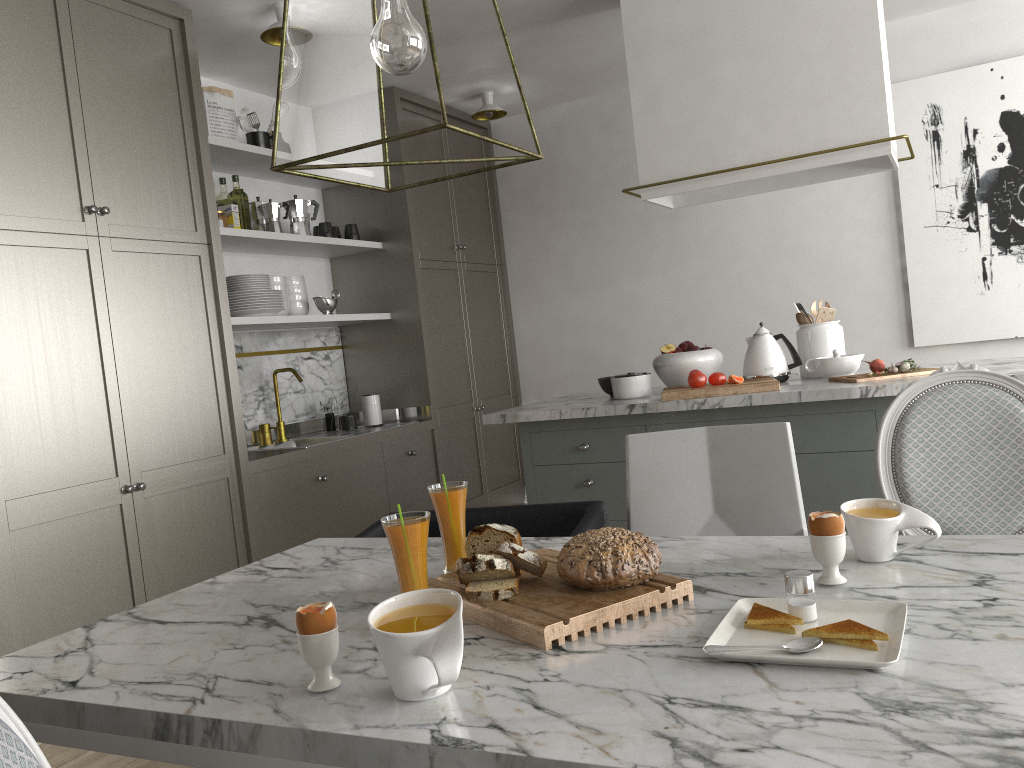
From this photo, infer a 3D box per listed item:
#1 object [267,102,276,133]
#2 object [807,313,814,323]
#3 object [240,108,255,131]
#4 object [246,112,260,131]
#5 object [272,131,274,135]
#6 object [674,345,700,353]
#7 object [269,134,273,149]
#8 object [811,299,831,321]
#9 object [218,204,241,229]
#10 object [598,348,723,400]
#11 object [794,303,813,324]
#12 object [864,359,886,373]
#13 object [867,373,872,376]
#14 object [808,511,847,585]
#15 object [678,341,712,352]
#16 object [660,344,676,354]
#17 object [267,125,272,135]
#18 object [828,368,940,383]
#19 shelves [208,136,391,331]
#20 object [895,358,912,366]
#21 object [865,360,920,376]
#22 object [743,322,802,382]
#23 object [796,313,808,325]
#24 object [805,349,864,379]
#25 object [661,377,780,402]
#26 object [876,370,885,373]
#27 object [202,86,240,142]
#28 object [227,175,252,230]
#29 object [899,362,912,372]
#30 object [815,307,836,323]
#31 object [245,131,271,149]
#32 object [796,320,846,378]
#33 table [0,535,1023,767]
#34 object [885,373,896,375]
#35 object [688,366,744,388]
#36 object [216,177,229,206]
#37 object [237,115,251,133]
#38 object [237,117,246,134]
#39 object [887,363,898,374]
[{"bbox_3d":[-1.105,-1.247,4.170,0.070,0.187,0.135,-5,3,30],"label":"object"},{"bbox_3d":[1.207,-0.162,3.497,0.114,0.247,0.050,-5,3,32],"label":"object"},{"bbox_3d":[-1.196,-1.183,4.052,0.050,0.148,0.085,-5,3,29],"label":"object"},{"bbox_3d":[-1.155,-1.143,4.070,0.039,0.185,0.132,-6,2,18],"label":"object"},{"bbox_3d":[-1.154,-1.144,4.328,0.023,0.185,0.092,-5,3,37],"label":"object"},{"bbox_3d":[0.683,-0.111,3.491,0.154,0.074,0.135,-6,2,23],"label":"object"},{"bbox_3d":[-1.163,-1.110,4.225,0.112,0.128,0.112,-6,2,11],"label":"object"},{"bbox_3d":[1.213,-0.185,3.497,0.131,0.296,0.056,-9,3,-43],"label":"object"},{"bbox_3d":[-1.258,-0.722,3.949,0.077,0.141,0.044,-6,2,22],"label":"object"},{"bbox_3d":[0.591,-0.042,3.544,0.491,0.156,0.364,-6,2,4],"label":"object"},{"bbox_3d":[1.192,-0.180,3.457,0.141,0.290,0.064,-5,3,41],"label":"object"},{"bbox_3d":[1.278,-0.062,3.122,0.050,0.051,0.090,-7,2,-10],"label":"object"},{"bbox_3d":[1.222,-0.032,3.035,0.028,0.010,0.015,-6,2,1],"label":"object"},{"bbox_3d":[0.450,0.230,1.261,0.050,0.101,0.050,-5,3,34],"label":"object"},{"bbox_3d":[0.732,-0.130,3.519,0.071,0.091,0.167,-8,3,-38],"label":"object"},{"bbox_3d":[0.613,-0.134,3.479,0.061,0.048,0.054,-7,2,-9],"label":"object"},{"bbox_3d":[-1.164,-1.150,4.258,0.023,0.202,0.079,-6,2,7],"label":"object"},{"bbox_3d":[1.299,-0.031,3.075,0.330,0.012,0.220,-7,2,-3],"label":"object"},{"bbox_3d":[-1.137,-0.655,4.138,0.352,0.775,1.339,-5,3,27],"label":"shelves"},{"bbox_3d":[1.378,-0.067,3.119,0.057,0.039,0.049,-5,2,24],"label":"object"},{"bbox_3d":[1.284,-0.049,3.039,0.224,0.058,0.116,-8,3,-27],"label":"object"},{"bbox_3d":[0.977,-0.121,3.403,0.178,0.236,0.204,-8,3,-26],"label":"object"},{"bbox_3d":[1.172,-0.157,3.432,0.117,0.251,0.061,-6,2,7],"label":"object"},{"bbox_3d":[1.197,-0.077,3.274,0.172,0.110,0.159,-7,2,-18],"label":"object"},{"bbox_3d":[0.745,0.018,3.195,0.400,0.030,0.290,-6,2,12],"label":"object"},{"bbox_3d":[1.257,-0.039,3.025,0.030,0.017,0.013,-5,3,36],"label":"object"},{"bbox_3d":[-1.334,-1.184,4.043,0.074,0.327,0.183,-5,3,36],"label":"object"},{"bbox_3d":[-1.222,-0.798,3.982,0.089,0.282,0.082,-6,2,22],"label":"object"},{"bbox_3d":[1.336,-0.057,3.017,0.035,0.036,0.037,-6,2,15],"label":"object"},{"bbox_3d":[1.175,-0.161,3.407,0.149,0.262,0.054,-4,3,42],"label":"object"},{"bbox_3d":[-1.173,-1.100,4.113,0.108,0.118,0.108,-6,2,18],"label":"object"},{"bbox_3d":[1.202,-0.135,3.450,0.174,0.208,0.174,-4,3,45],"label":"object"},{"bbox_3d":[0.180,0.609,1.267,1.781,0.583,0.870,-5,3,27],"label":"table"},{"bbox_3d":[1.270,-0.036,3.011,0.043,0.008,0.059,-7,2,-21],"label":"object"},{"bbox_3d":[0.729,-0.032,3.182,0.194,0.079,0.135,-6,2,16],"label":"object"},{"bbox_3d":[-1.295,-0.792,4.018,0.066,0.282,0.066,-6,2,17],"label":"object"},{"bbox_3d":[-1.233,-1.182,4.142,0.085,0.148,0.050,-7,2,-1],"label":"object"},{"bbox_3d":[-1.223,-1.140,4.115,0.098,0.199,0.059,-9,3,-44],"label":"object"},{"bbox_3d":[1.297,-0.054,3.021,0.033,0.037,0.034,-6,2,5],"label":"object"}]
